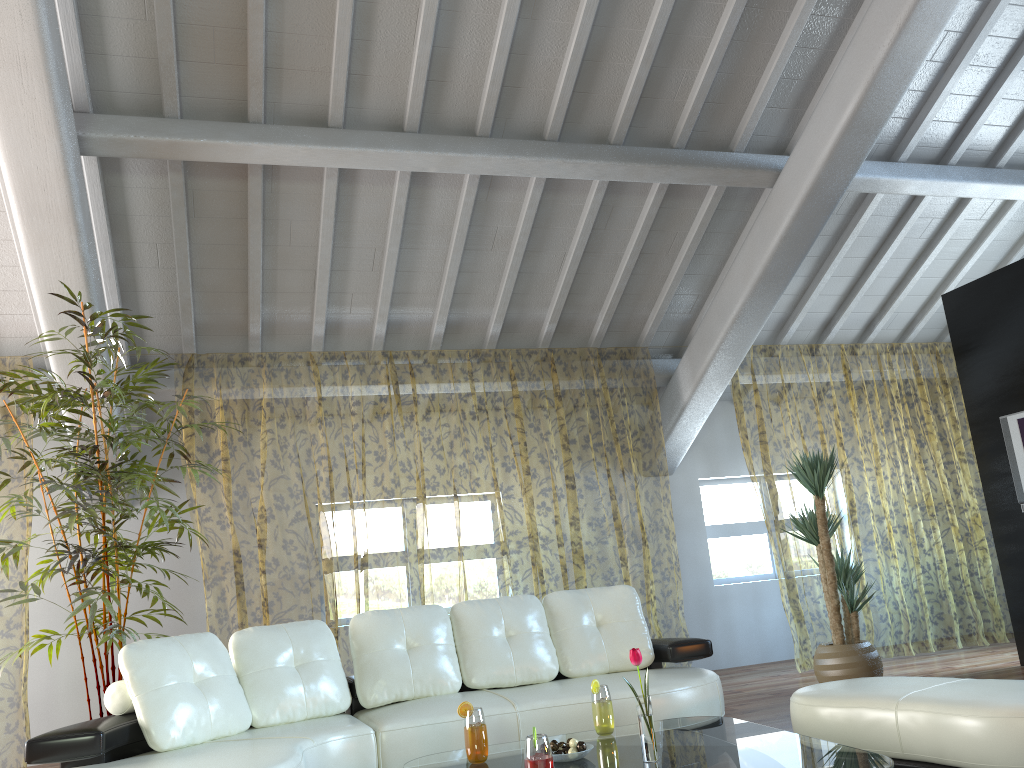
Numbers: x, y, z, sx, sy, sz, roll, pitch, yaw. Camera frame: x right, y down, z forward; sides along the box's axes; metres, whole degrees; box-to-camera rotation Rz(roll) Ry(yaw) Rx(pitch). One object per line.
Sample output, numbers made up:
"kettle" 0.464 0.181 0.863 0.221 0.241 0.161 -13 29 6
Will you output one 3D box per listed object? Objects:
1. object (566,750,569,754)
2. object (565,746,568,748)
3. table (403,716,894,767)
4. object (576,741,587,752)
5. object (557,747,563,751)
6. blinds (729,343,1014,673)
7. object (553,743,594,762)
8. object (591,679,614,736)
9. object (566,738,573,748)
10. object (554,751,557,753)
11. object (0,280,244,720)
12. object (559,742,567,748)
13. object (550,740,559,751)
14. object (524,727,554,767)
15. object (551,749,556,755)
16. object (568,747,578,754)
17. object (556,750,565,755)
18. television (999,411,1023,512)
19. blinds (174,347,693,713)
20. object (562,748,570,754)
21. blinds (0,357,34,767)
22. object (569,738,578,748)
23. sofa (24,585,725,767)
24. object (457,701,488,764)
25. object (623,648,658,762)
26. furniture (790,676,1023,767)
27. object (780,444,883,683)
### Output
"object" 0.182 1.148 2.751 0.032 0.030 0.032 -13 -15 30
"object" 0.181 1.161 2.810 0.031 0.031 0.030 -8 -13 9
"table" 0.338 1.270 2.623 1.201 0.290 1.201 -2 -13 -15
"object" 0.213 1.116 2.729 0.030 0.033 0.030 4 -16 -37
"object" 0.149 1.163 2.802 0.032 0.029 0.032 -14 -15 33
"blinds" 3.137 0.898 7.288 2.780 2.546 0.306 -2 -13 -17
"object" 0.168 1.157 2.774 0.178 0.031 0.178 0 -14 -25
"object" 0.317 1.142 3.140 0.081 0.192 0.075 -3 -13 -12
"object" 0.187 1.133 2.797 0.031 0.031 0.030 -2 -13 -15
"object" 0.129 1.159 2.777 0.031 0.030 0.032 -15 -15 34
"object" -2.036 0.802 4.428 1.399 2.473 1.177 -7 -13 7
"object" 0.160 1.159 2.832 0.031 0.030 0.032 -9 -13 16
"object" 0.132 1.128 2.766 0.030 0.034 0.030 4 -16 -36
"object" 0.067 0.962 2.237 0.081 0.192 0.075 6 -17 -42
"object" 0.119 1.148 2.747 0.031 0.031 0.032 5 -17 -40
"object" 0.188 1.134 2.725 0.032 0.032 0.030 -2 -13 -15
"object" 0.150 1.152 2.755 0.031 0.030 0.032 -1 -14 -19
"television" 3.517 0.372 5.273 0.044 0.639 1.336 -2 -13 -18
"blinds" -0.452 0.997 6.142 3.505 2.546 0.306 -2 -13 -17
"object" 0.171 1.155 2.779 0.032 0.030 0.031 -10 -13 17
"blinds" -4.555 1.109 4.836 3.505 2.546 0.306 -2 -13 -17
"object" 0.193 1.121 2.764 0.032 0.032 0.029 -15 -16 35
"sofa" -0.454 1.355 3.728 3.047 0.805 1.359 4 -16 -38
"object" -0.121 1.125 2.871 0.081 0.192 0.075 -10 -13 17
"object" 0.385 0.958 2.660 0.060 0.323 0.069 5 -17 -40
"furniture" 1.514 1.239 3.091 0.596 0.367 1.134 3 -15 -34
"object" 2.099 1.205 5.877 0.564 1.586 0.588 -9 -13 15
